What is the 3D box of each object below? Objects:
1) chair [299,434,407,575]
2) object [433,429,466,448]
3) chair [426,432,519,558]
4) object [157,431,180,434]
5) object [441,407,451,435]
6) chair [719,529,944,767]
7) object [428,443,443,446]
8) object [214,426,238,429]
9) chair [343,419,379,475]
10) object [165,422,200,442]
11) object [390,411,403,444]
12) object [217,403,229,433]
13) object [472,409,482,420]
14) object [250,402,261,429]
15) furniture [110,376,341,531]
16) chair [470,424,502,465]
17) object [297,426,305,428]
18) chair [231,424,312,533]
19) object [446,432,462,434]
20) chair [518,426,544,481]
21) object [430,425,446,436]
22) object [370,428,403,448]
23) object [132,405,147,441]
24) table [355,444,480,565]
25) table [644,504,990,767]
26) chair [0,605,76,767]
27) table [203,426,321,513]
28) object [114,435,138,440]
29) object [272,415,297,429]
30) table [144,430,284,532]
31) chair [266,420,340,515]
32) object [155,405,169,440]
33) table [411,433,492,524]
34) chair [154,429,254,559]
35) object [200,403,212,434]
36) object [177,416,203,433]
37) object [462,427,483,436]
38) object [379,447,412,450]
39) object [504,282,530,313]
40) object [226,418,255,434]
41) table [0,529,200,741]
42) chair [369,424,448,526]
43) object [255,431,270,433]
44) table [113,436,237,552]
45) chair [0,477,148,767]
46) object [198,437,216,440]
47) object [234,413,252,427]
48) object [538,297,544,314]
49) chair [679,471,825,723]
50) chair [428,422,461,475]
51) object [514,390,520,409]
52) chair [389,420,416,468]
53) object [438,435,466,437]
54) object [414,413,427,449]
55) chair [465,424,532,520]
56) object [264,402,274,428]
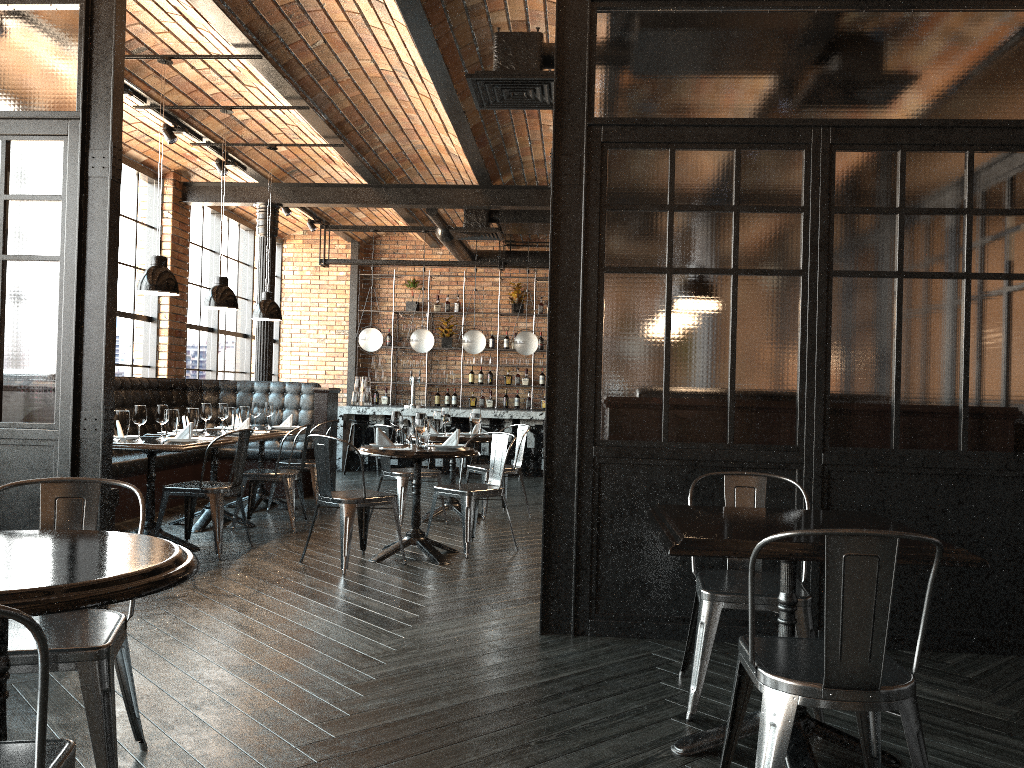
[{"bbox_3d":[-1.047,0.757,5.836,0.504,0.857,0.558,1,-1,44],"label":"chair"},{"bbox_3d":[-0.439,0.385,6.251,0.232,0.139,0.232,2,-1,-41],"label":"object"},{"bbox_3d":[-0.281,0.784,6.505,0.504,0.857,0.558,1,-1,44],"label":"chair"},{"bbox_3d":[-2.683,0.386,7.090,0.255,0.019,0.157,2,-1,4],"label":"object"},{"bbox_3d":[-0.608,0.338,8.113,0.092,0.244,0.092,2,-1,3],"label":"object"},{"bbox_3d":[0.846,0.777,2.382,0.504,0.857,0.558,2,-1,4],"label":"chair"},{"bbox_3d":[-0.586,0.436,6.400,0.255,0.019,0.157,2,-1,-36],"label":"object"},{"bbox_3d":[-2.606,0.398,8.200,0.255,0.019,0.157,2,-1,4],"label":"object"},{"bbox_3d":[-2.021,0.846,12.018,0.475,0.737,0.414,2,-1,-6],"label":"chair"},{"bbox_3d":[-2.301,0.333,6.188,0.232,0.139,0.232,2,-1,1],"label":"object"},{"bbox_3d":[-0.819,0.316,6.305,0.092,0.244,0.092,2,-1,-33],"label":"object"},{"bbox_3d":[-2.411,0.283,7.391,0.092,0.244,0.092,2,-1,-35],"label":"object"},{"bbox_3d":[-0.318,0.344,7.907,0.092,0.244,0.092,2,-1,3],"label":"object"},{"bbox_3d":[-2.385,0.291,8.243,0.092,0.244,0.092,2,-1,-35],"label":"object"},{"bbox_3d":[-3.110,0.538,7.324,1.979,1.212,5.451,2,-1,4],"label":"furniture"},{"bbox_3d":[-0.311,0.891,11.898,0.475,0.737,0.414,1,-1,14],"label":"chair"},{"bbox_3d":[-2.119,0.416,8.641,0.255,0.019,0.157,2,-1,4],"label":"object"},{"bbox_3d":[-1.942,0.746,7.267,0.558,0.857,0.504,2,-1,-1],"label":"chair"},{"bbox_3d":[-0.514,0.455,8.241,0.255,0.019,0.157,2,-1,-36],"label":"object"},{"bbox_3d":[0.328,0.908,11.853,0.475,0.737,0.414,2,-1,-1],"label":"chair"},{"bbox_3d":[-0.697,0.392,7.827,0.232,0.139,0.232,2,-1,-42],"label":"object"},{"bbox_3d":[-0.865,0.372,6.115,0.232,0.139,0.232,2,-1,0],"label":"object"},{"bbox_3d":[-2.539,0.267,6.045,0.092,0.244,0.092,1,-1,43],"label":"object"},{"bbox_3d":[-0.664,0.820,6.169,0.866,0.758,0.866,2,-1,-32],"label":"table"},{"bbox_3d":[0.895,0.833,2.891,0.872,0.758,0.872,2,-1,4],"label":"table"},{"bbox_3d":[-0.997,0.719,1.476,0.504,0.857,0.558,2,-1,-11],"label":"chair"},{"bbox_3d":[-2.368,0.794,8.374,0.872,0.758,0.872,2,-1,4],"label":"table"},{"bbox_3d":[-2.743,0.322,6.224,0.232,0.139,0.232,2,-1,-2],"label":"object"},{"bbox_3d":[-2.147,0.357,8.386,0.232,0.139,0.232,2,-1,1],"label":"object"},{"bbox_3d":[-2.445,0.782,7.274,0.872,0.758,0.872,2,-1,4],"label":"table"},{"bbox_3d":[-1.927,0.755,8.312,0.558,0.857,0.504,1,-1,9],"label":"chair"},{"bbox_3d":[-2.487,0.271,6.303,0.092,0.244,0.092,1,-1,43],"label":"object"},{"bbox_3d":[-0.536,0.840,7.999,0.866,0.758,0.866,2,-1,-32],"label":"table"},{"bbox_3d":[-2.114,0.731,6.158,0.558,0.857,0.504,1,-1,9],"label":"chair"},{"bbox_3d":[-2.462,0.279,7.133,0.092,0.244,0.092,1,-1,43],"label":"object"},{"bbox_3d":[-2.667,0.334,7.313,0.232,0.139,0.232,2,-1,-2],"label":"object"},{"bbox_3d":[-0.343,0.404,8.100,0.232,0.139,0.232,2,-1,-26],"label":"object"},{"bbox_3d":[-0.756,0.428,5.924,0.255,0.019,0.157,2,-1,-16],"label":"object"},{"bbox_3d":[0.081,-1.379,14.224,0.425,0.526,0.430,1,-1,6],"label":"object"},{"bbox_3d":[-2.224,0.345,7.276,0.232,0.139,0.232,2,-1,1],"label":"object"},{"bbox_3d":[-1.176,0.769,2.009,0.866,0.758,0.866,2,-1,-7],"label":"table"},{"bbox_3d":[-0.904,0.777,7.666,0.558,0.857,0.504,2,-1,-41],"label":"chair"},{"bbox_3d":[-2.197,0.403,7.532,0.255,0.019,0.157,2,-1,4],"label":"object"},{"bbox_3d":[-2.521,0.770,6.186,0.872,0.758,0.872,2,-1,4],"label":"table"},{"bbox_3d":[-1.318,0.720,2.515,0.504,0.857,0.558,2,-1,-16],"label":"chair"},{"bbox_3d":[-2.273,0.392,6.443,0.255,0.019,0.157,2,-1,4],"label":"object"},{"bbox_3d":[-2.590,0.346,8.423,0.232,0.139,0.232,2,-1,-2],"label":"object"},{"bbox_3d":[0.465,-1.248,14.159,0.083,0.282,0.083,2,-1,4],"label":"object"},{"bbox_3d":[0.915,0.788,3.412,0.504,0.857,0.558,1,-1,9],"label":"chair"},{"bbox_3d":[-0.890,0.876,11.939,0.475,0.737,0.414,2,-1,-1],"label":"chair"},{"bbox_3d":[0.087,0.242,14.177,0.086,0.298,0.086,2,-1,-37],"label":"object"},{"bbox_3d":[-1.452,0.861,11.978,0.475,0.737,0.414,1,-1,9],"label":"chair"},{"bbox_3d":[-0.511,0.451,7.736,0.157,0.019,0.255,1,-1,34],"label":"object"},{"bbox_3d":[-0.618,0.319,6.014,0.092,0.244,0.092,2,-1,1],"label":"object"},{"bbox_3d":[-0.133,0.804,8.337,0.558,0.857,0.504,2,-1,-31],"label":"chair"},{"bbox_3d":[-2.333,0.295,8.501,0.092,0.244,0.092,2,-1,-35],"label":"object"}]
